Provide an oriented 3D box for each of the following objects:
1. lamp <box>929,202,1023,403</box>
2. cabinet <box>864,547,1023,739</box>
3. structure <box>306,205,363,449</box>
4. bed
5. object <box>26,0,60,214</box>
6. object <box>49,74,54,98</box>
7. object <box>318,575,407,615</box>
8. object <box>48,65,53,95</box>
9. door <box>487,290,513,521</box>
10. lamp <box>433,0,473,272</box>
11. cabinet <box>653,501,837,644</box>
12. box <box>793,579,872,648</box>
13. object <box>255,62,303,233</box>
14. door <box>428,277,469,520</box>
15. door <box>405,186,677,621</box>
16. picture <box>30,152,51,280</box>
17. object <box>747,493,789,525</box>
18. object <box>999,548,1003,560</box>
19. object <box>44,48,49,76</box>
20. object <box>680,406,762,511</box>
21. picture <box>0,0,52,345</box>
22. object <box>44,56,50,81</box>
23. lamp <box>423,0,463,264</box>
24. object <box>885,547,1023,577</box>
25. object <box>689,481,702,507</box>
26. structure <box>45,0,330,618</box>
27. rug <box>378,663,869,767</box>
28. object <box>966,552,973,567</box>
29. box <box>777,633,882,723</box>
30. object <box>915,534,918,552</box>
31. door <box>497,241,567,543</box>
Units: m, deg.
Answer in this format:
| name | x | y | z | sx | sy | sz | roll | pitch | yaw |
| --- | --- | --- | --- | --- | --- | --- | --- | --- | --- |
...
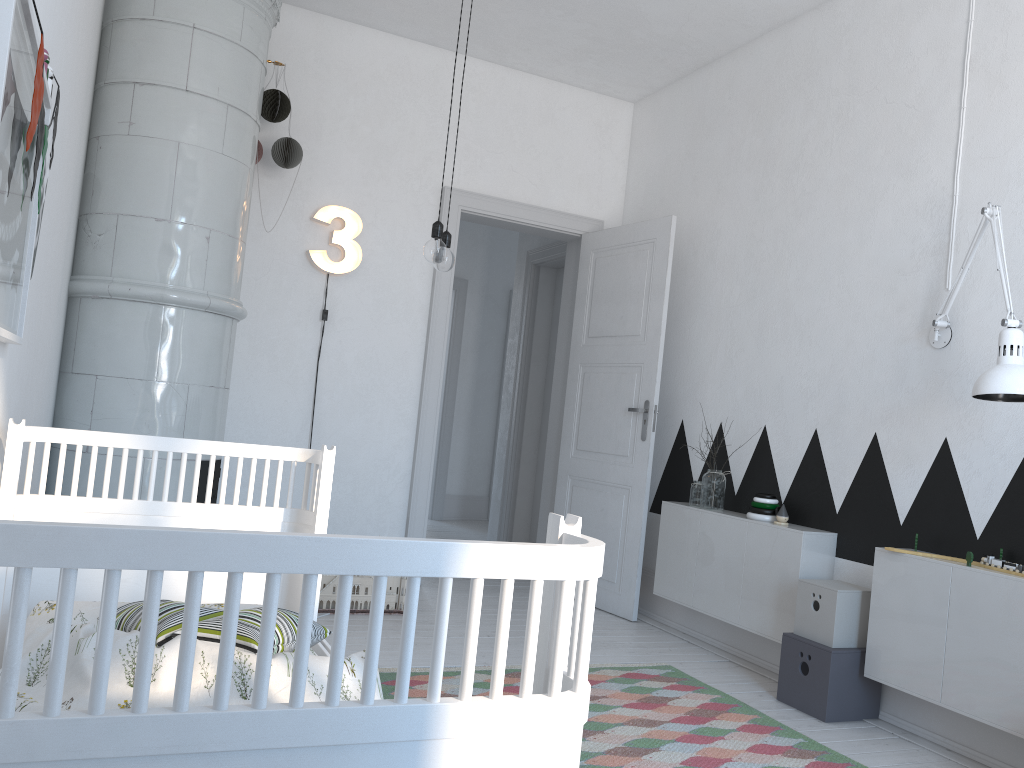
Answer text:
| name | x | y | z | sx | sy | sz | roll | pitch | yaw |
| --- | --- | --- | --- | --- | --- | --- | --- | --- | --- |
| lamp | 1.561 | -0.262 | 2.898 | 0.200 | 0.655 | 0.651 | 6 | -2 | 9 |
| cabinet | 1.542 | 0.813 | 2.719 | 0.183 | 0.454 | 0.970 | 7 | -3 | -24 |
| structure | -0.889 | 0.063 | 4.609 | 0.513 | 1.946 | 0.065 | 7 | -2 | -24 |
| bed | -0.511 | 0.521 | 1.367 | 0.670 | 0.832 | 1.404 | 7 | -3 | -24 |
| object | -0.868 | -0.519 | 1.618 | 0.058 | 0.414 | 0.904 | 7 | -3 | -25 |
| object | -0.934 | -0.600 | 1.777 | 0.025 | 0.064 | 0.025 | 7 | -2 | -31 |
| object | -0.808 | 0.885 | 4.205 | 0.539 | 0.298 | 0.539 | 7 | -3 | -24 |
| object | -0.923 | -0.600 | 1.754 | 0.025 | 0.064 | 0.025 | 7 | -2 | -29 |
| door | 0.281 | 0.252 | 8.587 | 0.984 | 2.176 | 0.265 | 7 | -2 | -24 |
| lamp | 0.347 | -1.094 | 2.505 | 1.381 | 1.529 | 0.074 | 4 | -3 | 40 |
| cabinet | 0.994 | 0.809 | 3.926 | 0.183 | 0.454 | 0.970 | 7 | -3 | -24 |
| box | 1.199 | 0.847 | 3.285 | 0.202 | 0.205 | 0.199 | 7 | -2 | -24 |
| object | -1.203 | -1.144 | 4.300 | 0.386 | 0.826 | 0.196 | 5 | -2 | 19 |
| door | -1.161 | 0.074 | 7.976 | 1.005 | 2.176 | 0.856 | 8 | -3 | -39 |
| door | 0.097 | 0.063 | 4.748 | 1.023 | 2.176 | 1.040 | 7 | -2 | -24 |
| picture | -1.087 | -0.394 | 2.038 | 0.013 | 0.305 | 0.153 | 7 | -2 | -24 |
| object | 1.111 | 0.530 | 3.772 | 0.148 | 0.113 | 0.231 | 8 | -3 | -35 |
| object | 1.575 | 0.562 | 2.857 | 0.007 | 0.063 | 0.029 | 5 | -2 | 28 |
| object | -0.885 | -0.600 | 1.664 | 0.025 | 0.064 | 0.025 | 7 | -2 | -29 |
| object | 0.908 | 0.337 | 4.122 | 0.258 | 0.484 | 0.406 | 7 | -2 | -26 |
| picture | -0.824 | -0.323 | 1.460 | 0.030 | 0.492 | 0.703 | 7 | -3 | -24 |
| object | -0.896 | -0.600 | 1.690 | 0.025 | 0.064 | 0.025 | 7 | -2 | -26 |
| lamp | 0.332 | -1.101 | 2.366 | 1.381 | 1.529 | 0.074 | 4 | -3 | 40 |
| object | 1.563 | 0.562 | 2.706 | 0.111 | 0.047 | 0.902 | 7 | -3 | -30 |
| object | 0.889 | 0.521 | 4.198 | 0.091 | 0.121 | 0.098 | 5 | -2 | 14 |
| structure | -1.368 | -0.409 | 3.887 | 1.256 | 2.878 | 0.801 | 5 | -2 | 21 |
| rug | 0.451 | 1.082 | 2.481 | 1.320 | 0.016 | 2.028 | 7 | -3 | -24 |
| object | 1.457 | 0.557 | 2.824 | 0.006 | 0.046 | 0.037 | 6 | -2 | 2 |
| box | 1.170 | 1.077 | 3.265 | 0.255 | 0.259 | 0.251 | 7 | -2 | -24 |
| object | 1.417 | 0.556 | 3.107 | 0.007 | 0.063 | 0.029 | 5 | -2 | 28 |
| door | 0.315 | 0.140 | 5.961 | 0.261 | 2.176 | 0.981 | 7 | -2 | -24 |
